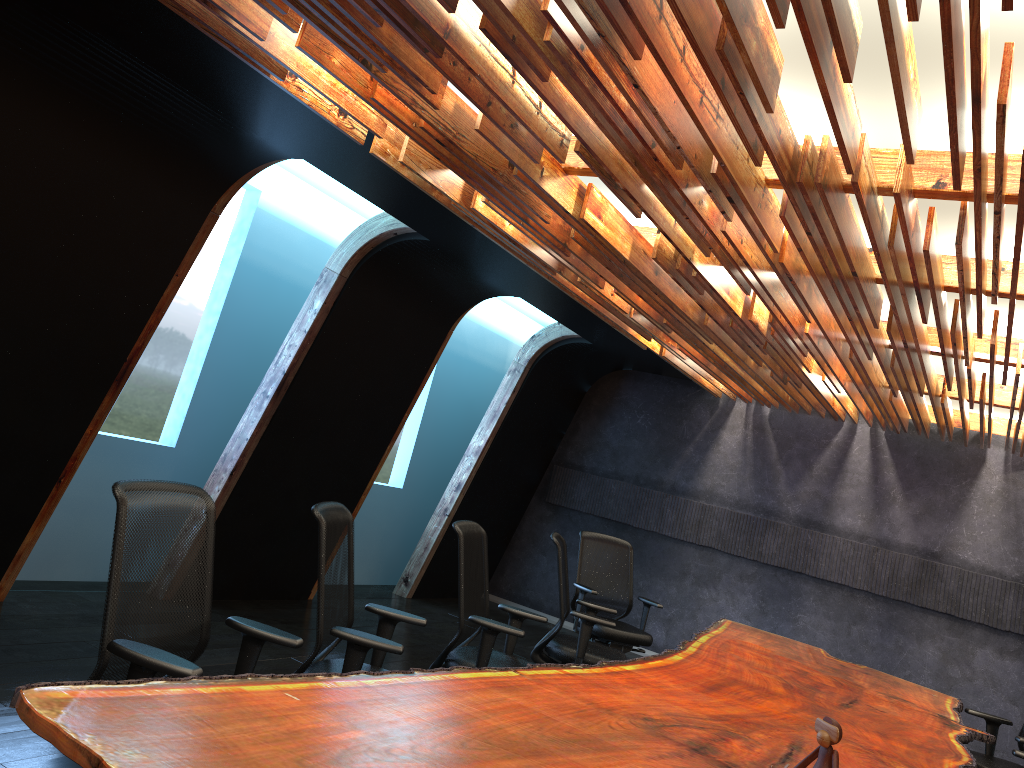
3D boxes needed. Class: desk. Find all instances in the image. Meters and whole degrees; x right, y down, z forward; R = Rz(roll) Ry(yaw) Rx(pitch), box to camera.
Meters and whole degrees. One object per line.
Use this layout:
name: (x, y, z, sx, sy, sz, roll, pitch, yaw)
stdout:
desk: (1.095, 1.913, 4.124, 2.057, 0.834, 6.464, 11, -7, 30)

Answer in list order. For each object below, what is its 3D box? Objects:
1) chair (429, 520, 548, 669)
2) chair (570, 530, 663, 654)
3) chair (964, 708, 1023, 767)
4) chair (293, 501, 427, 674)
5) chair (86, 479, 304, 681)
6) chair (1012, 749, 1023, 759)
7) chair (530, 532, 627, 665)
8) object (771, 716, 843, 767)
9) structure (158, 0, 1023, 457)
chair: (-0.052, 1.453, 4.712, 0.802, 1.265, 0.790, 12, -11, 14)
chair: (0.833, 1.929, 7.218, 0.803, 1.265, 0.789, 20, -12, -25)
chair: (3.130, 2.370, 5.504, 0.799, 1.265, 0.793, 13, -11, 5)
chair: (-0.596, 1.212, 3.701, 0.799, 1.265, 0.793, 14, -11, 4)
chair: (-1.003, 1.016, 2.788, 0.802, 1.265, 0.790, 12, -11, 14)
chair: (2.707, 2.147, 4.355, 0.803, 1.265, 0.789, 10, -12, 20)
chair: (0.512, 1.711, 5.845, 0.801, 1.265, 0.791, 13, -11, 9)
object: (0.996, 1.207, 2.843, 0.127, 0.250, 0.304, 18, -9, -18)
structure: (1.335, 0.652, 3.904, 4.574, 3.054, 11.134, 10, -7, 30)
